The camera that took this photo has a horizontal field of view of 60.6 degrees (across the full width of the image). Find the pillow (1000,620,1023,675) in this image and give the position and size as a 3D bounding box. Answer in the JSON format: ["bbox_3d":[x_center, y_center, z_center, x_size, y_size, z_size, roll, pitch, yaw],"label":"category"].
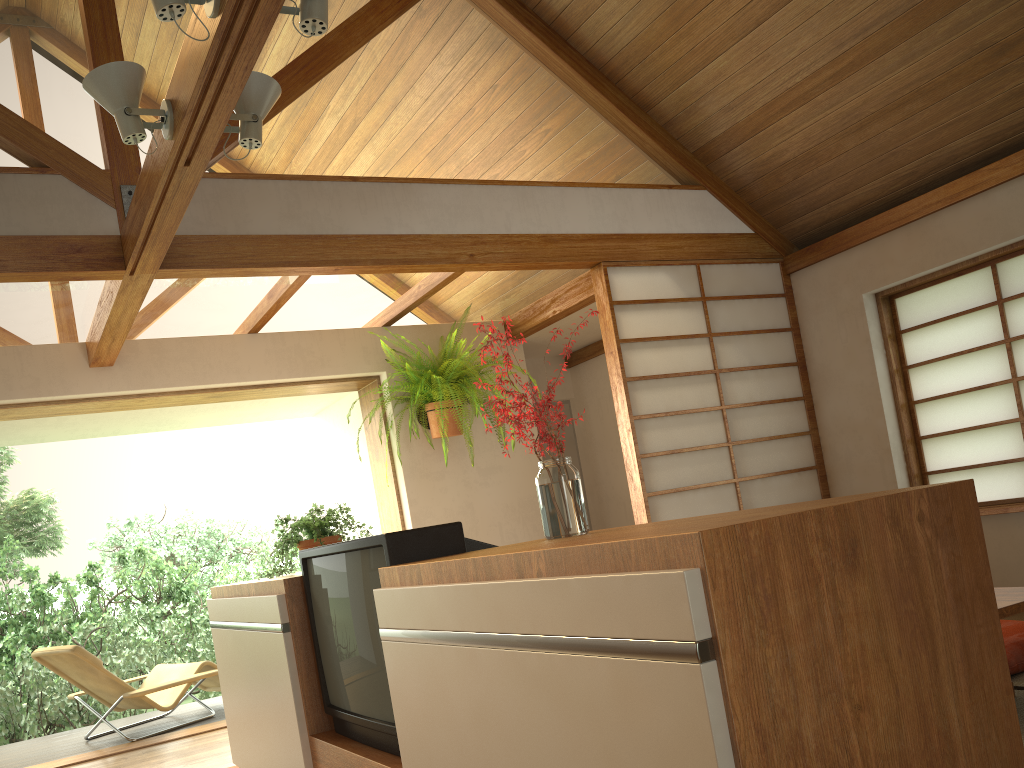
[{"bbox_3d":[1.702,0.975,3.272,0.521,0.131,0.606,-5,-10,-30],"label":"pillow"}]

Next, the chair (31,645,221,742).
[{"bbox_3d":[-2.293,1.852,5.517,0.868,0.623,1.151,-14,-9,35],"label":"chair"}]

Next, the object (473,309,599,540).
[{"bbox_3d":[0.056,0.081,1.848,0.224,0.496,0.240,-9,-3,-23],"label":"object"}]

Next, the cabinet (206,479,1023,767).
[{"bbox_3d":[-0.209,0.833,2.342,0.521,0.732,2.857,-7,-9,-31],"label":"cabinet"}]

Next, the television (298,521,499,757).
[{"bbox_3d":[-0.213,0.659,2.359,0.459,0.535,0.690,-7,-7,-30],"label":"television"}]

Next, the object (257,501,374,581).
[{"bbox_3d":[-0.759,0.637,3.333,0.526,0.373,0.547,-12,-7,21],"label":"object"}]

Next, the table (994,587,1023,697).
[{"bbox_3d":[1.111,0.919,2.978,0.563,0.334,1.296,-5,-9,-31],"label":"table"}]

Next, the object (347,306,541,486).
[{"bbox_3d":[-0.371,0.072,5.479,1.185,1.120,1.144,-6,-7,-36],"label":"object"}]
